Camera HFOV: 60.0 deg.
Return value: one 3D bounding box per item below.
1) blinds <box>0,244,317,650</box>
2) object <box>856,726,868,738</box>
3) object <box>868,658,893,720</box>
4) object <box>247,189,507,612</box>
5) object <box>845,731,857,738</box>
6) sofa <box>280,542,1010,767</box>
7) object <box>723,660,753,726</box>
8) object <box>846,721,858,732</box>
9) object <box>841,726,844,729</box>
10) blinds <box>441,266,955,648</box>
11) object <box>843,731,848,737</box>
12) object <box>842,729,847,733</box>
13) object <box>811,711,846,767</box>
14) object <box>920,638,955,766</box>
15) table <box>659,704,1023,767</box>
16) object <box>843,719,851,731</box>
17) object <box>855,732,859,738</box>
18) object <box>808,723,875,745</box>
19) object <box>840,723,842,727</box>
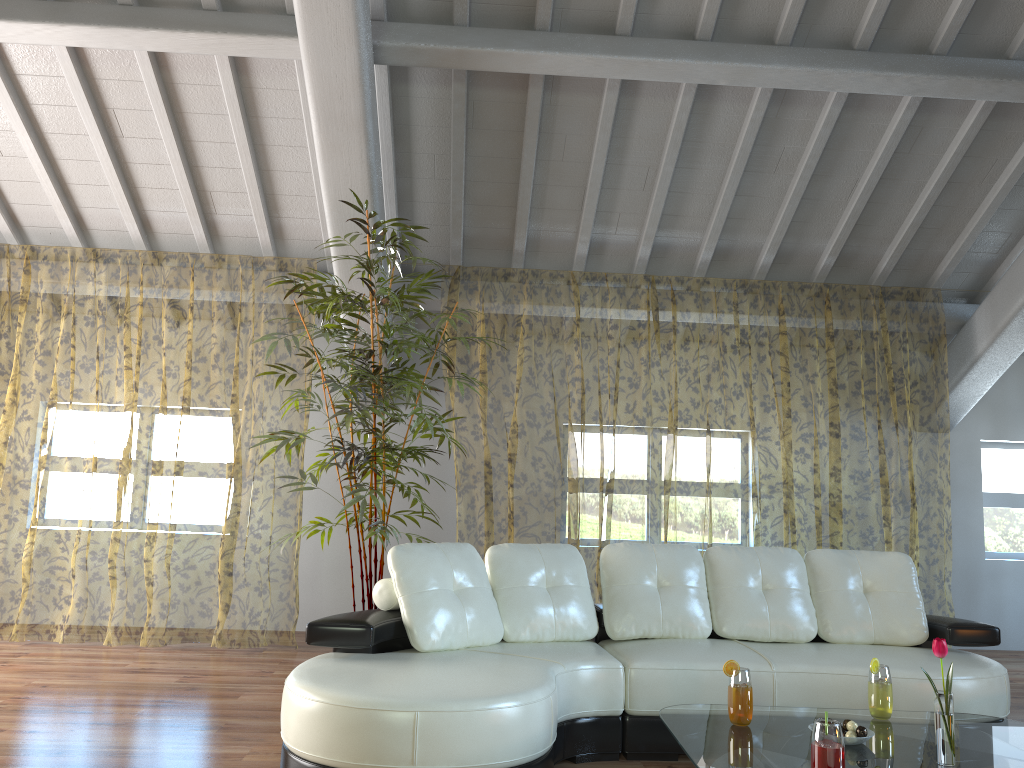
[{"bbox_3d":[-3.067,0.353,5.713,3.505,2.546,0.306,2,-8,-3],"label":"blinds"},{"bbox_3d":[0.980,0.976,2.486,0.030,0.033,0.030,5,-9,-23],"label":"object"},{"bbox_3d":[1.184,0.980,2.859,0.081,0.192,0.075,2,-8,2],"label":"object"},{"bbox_3d":[-0.724,0.319,4.657,1.399,2.473,1.177,-1,-9,22],"label":"object"},{"bbox_3d":[0.954,0.991,2.491,0.032,0.032,0.030,2,-8,0],"label":"object"},{"bbox_3d":[0.579,1.072,3.640,3.047,0.805,1.359,5,-9,-23],"label":"sofa"},{"bbox_3d":[0.695,0.942,2.708,0.081,0.192,0.075,-3,-10,32],"label":"object"},{"bbox_3d":[0.969,0.976,2.526,0.029,0.032,0.032,8,-10,-38],"label":"object"},{"bbox_3d":[0.967,1.010,2.577,0.031,0.031,0.030,-2,-9,24],"label":"object"},{"bbox_3d":[1.231,0.530,5.928,3.505,2.546,0.306,2,-8,-3],"label":"blinds"},{"bbox_3d":[0.953,1.003,2.519,0.032,0.030,0.032,10,-11,-43],"label":"object"},{"bbox_3d":[0.949,1.007,2.549,0.032,0.030,0.031,-3,-10,33],"label":"object"},{"bbox_3d":[0.723,0.847,2.035,0.081,0.192,0.075,6,-9,-27],"label":"object"},{"bbox_3d":[1.139,0.841,2.362,0.060,0.323,0.069,6,-9,-26],"label":"object"},{"bbox_3d":[1.062,1.149,2.369,1.201,0.290,1.201,2,-8,0],"label":"table"},{"bbox_3d":[0.971,0.985,2.560,0.031,0.031,0.030,2,-8,0],"label":"object"},{"bbox_3d":[0.984,0.996,2.508,0.032,0.031,0.031,1,-8,7],"label":"object"},{"bbox_3d":[0.945,1.008,2.545,0.178,0.031,0.178,3,-8,-10],"label":"object"},{"bbox_3d":[0.952,1.005,2.604,0.031,0.030,0.032,-3,-9,31],"label":"object"}]
